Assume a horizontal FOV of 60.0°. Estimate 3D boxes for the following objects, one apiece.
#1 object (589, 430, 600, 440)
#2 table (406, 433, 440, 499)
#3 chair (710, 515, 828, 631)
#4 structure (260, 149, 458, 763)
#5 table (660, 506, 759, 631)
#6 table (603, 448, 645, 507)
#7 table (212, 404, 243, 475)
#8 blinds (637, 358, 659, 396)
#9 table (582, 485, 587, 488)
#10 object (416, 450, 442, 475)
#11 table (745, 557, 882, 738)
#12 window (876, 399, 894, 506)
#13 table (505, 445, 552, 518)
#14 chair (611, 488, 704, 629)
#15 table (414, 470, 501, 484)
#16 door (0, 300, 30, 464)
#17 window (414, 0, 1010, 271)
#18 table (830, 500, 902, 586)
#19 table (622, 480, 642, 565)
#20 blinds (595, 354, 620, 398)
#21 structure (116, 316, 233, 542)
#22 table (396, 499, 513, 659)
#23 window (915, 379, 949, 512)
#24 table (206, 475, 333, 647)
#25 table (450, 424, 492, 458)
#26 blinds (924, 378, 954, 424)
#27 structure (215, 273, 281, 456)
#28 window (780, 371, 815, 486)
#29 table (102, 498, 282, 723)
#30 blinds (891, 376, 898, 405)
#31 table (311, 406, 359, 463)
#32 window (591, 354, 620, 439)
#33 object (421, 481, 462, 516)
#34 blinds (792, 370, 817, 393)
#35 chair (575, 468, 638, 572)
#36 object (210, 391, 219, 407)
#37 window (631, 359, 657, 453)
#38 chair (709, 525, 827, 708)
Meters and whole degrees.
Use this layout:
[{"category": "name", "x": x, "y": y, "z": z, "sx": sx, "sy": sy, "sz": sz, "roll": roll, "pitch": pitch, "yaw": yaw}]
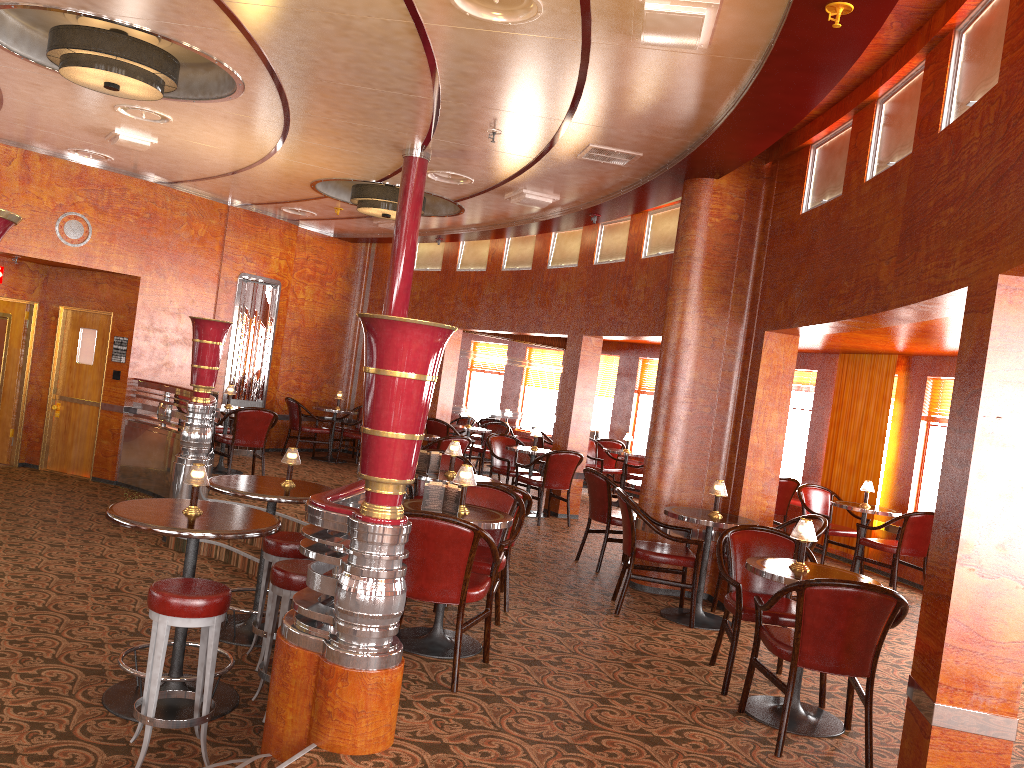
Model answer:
[{"category": "object", "x": 1.208, "y": 0.769, "z": 13.201, "sx": 0.169, "sy": 0.156, "sz": 0.195, "roll": 8, "pitch": 1, "yaw": 11}, {"category": "table", "x": -1.158, "y": 0.900, "z": 9.764, "sx": 0.640, "sy": 0.720, "sz": 0.639, "roll": 7, "pitch": 1, "yaw": -42}, {"category": "chair", "x": 1.793, "y": 1.275, "z": 6.115, "sx": 0.615, "sy": 0.817, "sz": 0.587, "roll": 8, "pitch": 1, "yaw": -2}, {"category": "structure", "x": -0.758, "y": -0.078, "z": 5.365, "sx": 0.549, "sy": 3.606, "sz": 4.352, "roll": 8, "pitch": 1, "yaw": -7}, {"category": "table", "x": 1.315, "y": 1.258, "z": 6.077, "sx": 0.639, "sy": 0.720, "sz": 0.640, "roll": 8, "pitch": 1, "yaw": 39}, {"category": "table", "x": 1.482, "y": 1.256, "z": 11.807, "sx": 0.639, "sy": 0.720, "sz": 0.640, "roll": 8, "pitch": 1, "yaw": 30}, {"category": "table", "x": -3.208, "y": 0.616, "z": 9.879, "sx": 0.640, "sy": 0.720, "sz": 0.639, "roll": 7, "pitch": 1, "yaw": -42}, {"category": "blinds", "x": 2.145, "y": -0.085, "z": 12.898, "sx": 0.057, "sy": 0.539, "sz": 0.802, "roll": 7, "pitch": 1, "yaw": -36}, {"category": "table", "x": 0.982, "y": 1.179, "z": 13.437, "sx": 0.640, "sy": 0.720, "sz": 0.639, "roll": 8, "pitch": 1, "yaw": -2}, {"category": "object", "x": -0.587, "y": 0.552, "z": 6.233, "sx": 0.195, "sy": 0.156, "sz": 0.169, "roll": 8, "pitch": 1, "yaw": -12}, {"category": "table", "x": 1.428, "y": 1.281, "z": 4.365, "sx": 0.640, "sy": 0.720, "sz": 0.639, "roll": 8, "pitch": 1, "yaw": -20}, {"category": "window", "x": 3.845, "y": 0.610, "z": 9.599, "sx": 0.040, "sy": 1.421, "sz": 0.819, "roll": 8, "pitch": 1, "yaw": -19}, {"category": "table", "x": 0.195, "y": 1.086, "z": 9.888, "sx": 0.640, "sy": 0.720, "sz": 0.639, "roll": 7, "pitch": 1, "yaw": -42}, {"category": "chair", "x": 0.963, "y": 1.161, "z": 6.096, "sx": 0.615, "sy": 0.817, "sz": 0.588, "roll": 8, "pitch": 1, "yaw": 3}, {"category": "table", "x": -0.441, "y": 1.014, "z": 6.301, "sx": 0.640, "sy": 0.720, "sz": 0.639, "roll": 8, "pitch": 1, "yaw": -11}, {"category": "door", "x": -6.337, "y": -0.064, "z": 10.795, "sx": 0.807, "sy": 1.983, "sz": 0.063, "roll": 8, "pitch": 1, "yaw": 13}, {"category": "window", "x": 0.926, "y": -1.548, "z": 7.500, "sx": 1.957, "sy": 0.480, "sz": 11.940, "roll": 8, "pitch": 0, "yaw": -14}, {"category": "table", "x": 3.323, "y": 1.525, "z": 8.463, "sx": 0.639, "sy": 0.720, "sz": 0.640, "roll": 8, "pitch": 1, "yaw": 23}, {"category": "table", "x": 1.252, "y": 1.242, "z": 7.671, "sx": 0.639, "sy": 0.720, "sz": 0.640, "roll": 8, "pitch": 1, "yaw": 30}, {"category": "blinds", "x": 1.366, "y": -0.135, "z": 13.880, "sx": 0.050, "sy": 0.661, "sz": 0.802, "roll": 7, "pitch": 1, "yaw": -41}, {"category": "structure", "x": -3.470, "y": 0.328, "z": 9.260, "sx": 0.624, "sy": 2.025, "sz": 3.165, "roll": 7, "pitch": 1, "yaw": -32}, {"category": "table", "x": -0.360, "y": 1.032, "z": 4.750, "sx": 0.640, "sy": 0.720, "sz": 0.639, "roll": 7, "pitch": 1, "yaw": -29}, {"category": "window", "x": 4.204, "y": 0.665, "z": 8.394, "sx": 0.040, "sy": 1.421, "sz": 0.819, "roll": 8, "pitch": 1, "yaw": -14}, {"category": "table", "x": -1.614, "y": 1.137, "z": 5.789, "sx": 0.849, "sy": 0.960, "sz": 0.849, "roll": 8, "pitch": 1, "yaw": -2}, {"category": "table", "x": -0.646, "y": 0.959, "z": 12.315, "sx": 0.640, "sy": 0.720, "sz": 0.639, "roll": 7, "pitch": 1, "yaw": -42}, {"category": "blinds", "x": 4.228, "y": 0.173, "z": 8.375, "sx": 0.057, "sy": 0.440, "sz": 0.803, "roll": 8, "pitch": 0, "yaw": -14}, {"category": "structure", "x": -3.451, "y": -0.251, "z": 11.720, "sx": 0.556, "sy": 2.355, "sz": 0.812, "roll": 9, "pitch": 1, "yaw": 40}, {"category": "window", "x": 3.375, "y": 0.540, "z": 10.763, "sx": 0.040, "sy": 1.421, "sz": 0.819, "roll": 7, "pitch": 1, "yaw": -25}, {"category": "table", "x": -1.671, "y": 1.135, "z": 4.527, "sx": 0.849, "sy": 0.960, "sz": 0.850, "roll": 8, "pitch": 1, "yaw": 21}, {"category": "blinds", "x": 3.879, "y": 0.055, "z": 9.574, "sx": 0.057, "sy": 0.312, "sz": 0.803, "roll": 8, "pitch": 0, "yaw": -19}, {"category": "table", "x": -2.497, "y": 0.703, "z": 12.331, "sx": 0.640, "sy": 0.720, "sz": 0.639, "roll": 7, "pitch": 1, "yaw": -42}, {"category": "window", "x": 1.335, "y": 0.244, "z": 13.906, "sx": 0.151, "sy": 1.437, "sz": 0.837, "roll": 7, "pitch": 1, "yaw": -41}, {"category": "object", "x": -0.381, "y": 0.588, "z": 4.614, "sx": 0.169, "sy": 0.156, "sz": 0.195, "roll": 8, "pitch": 1, "yaw": -22}, {"category": "blinds", "x": 3.414, "y": -0.042, "z": 10.734, "sx": 0.057, "sy": 0.258, "sz": 0.802, "roll": 7, "pitch": 0, "yaw": -25}, {"category": "chair", "x": 0.866, "y": 1.141, "z": 7.485, "sx": 0.615, "sy": 0.817, "sz": 0.587, "roll": 8, "pitch": 1, "yaw": -22}, {"category": "object", "x": -3.299, "y": 0.161, "z": 9.813, "sx": 0.195, "sy": 0.156, "sz": 0.169, "roll": 8, "pitch": 1, "yaw": 13}, {"category": "window", "x": 2.121, "y": 0.357, "z": 12.932, "sx": 0.040, "sy": 1.421, "sz": 0.819, "roll": 7, "pitch": 1, "yaw": -36}, {"category": "chair", "x": 1.393, "y": 1.225, "z": 4.851, "sx": 0.588, "sy": 0.817, "sz": 0.615, "roll": 8, "pitch": 1, "yaw": -2}]
